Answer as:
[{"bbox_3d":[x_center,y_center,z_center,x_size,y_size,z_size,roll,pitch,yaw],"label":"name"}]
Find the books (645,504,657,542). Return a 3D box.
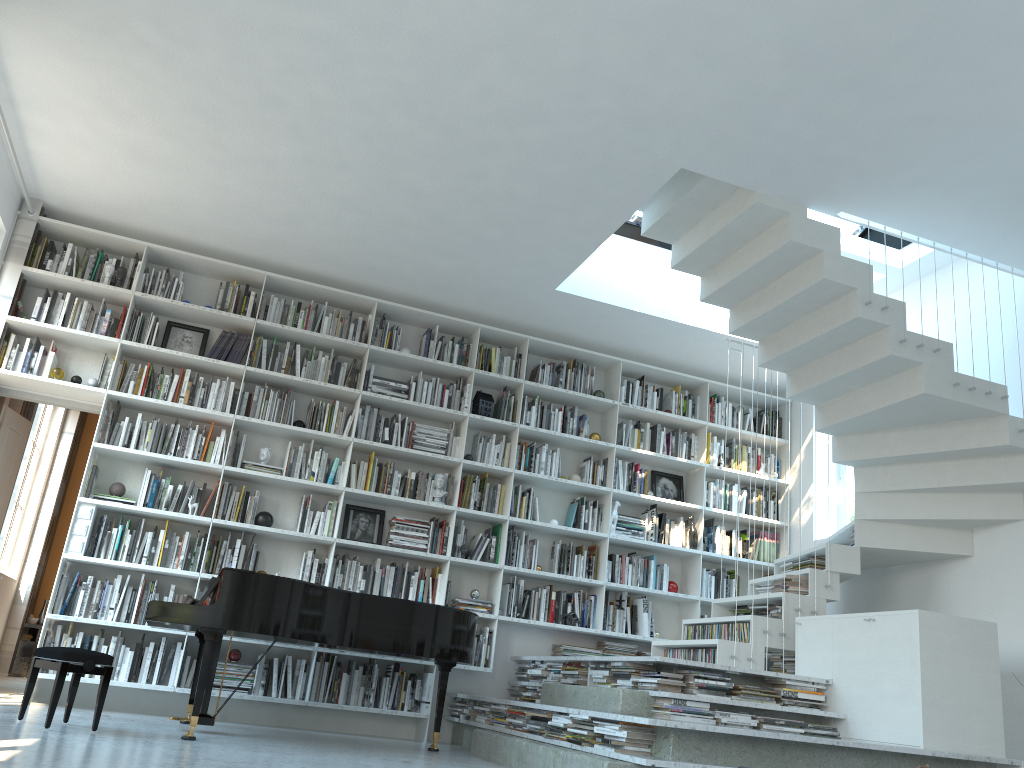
[{"bbox_3d":[1.139,1.169,7.314,0.010,0.338,0.180,13,-20,-17],"label":"books"}]

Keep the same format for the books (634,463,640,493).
[{"bbox_3d":[1.008,0.815,7.381,0.014,0.284,0.176,13,-20,-17],"label":"books"}]

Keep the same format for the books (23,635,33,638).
[{"bbox_3d":[-5.106,2.616,9.210,0.133,0.022,0.189,-5,-23,31],"label":"books"}]

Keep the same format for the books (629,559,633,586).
[{"bbox_3d":[0.924,1.533,7.142,0.012,0.228,0.179,13,-20,-17],"label":"books"}]

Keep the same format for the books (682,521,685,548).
[{"bbox_3d":[1.388,1.276,7.385,0.041,0.238,0.177,13,-20,-17],"label":"books"}]

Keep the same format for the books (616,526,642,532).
[{"bbox_3d":[0.917,1.192,7.252,0.254,0.012,0.161,13,-20,-17],"label":"books"}]

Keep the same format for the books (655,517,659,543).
[{"bbox_3d":[1.149,1.224,7.310,0.030,0.235,0.179,13,-20,-17],"label":"books"}]

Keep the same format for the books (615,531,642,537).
[{"bbox_3d":[0.913,1.235,7.228,0.254,0.012,0.161,11,-20,-13],"label":"books"}]

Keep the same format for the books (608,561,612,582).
[{"bbox_3d":[0.748,1.514,7.077,0.022,0.183,0.163,13,-20,-17],"label":"books"}]

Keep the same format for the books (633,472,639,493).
[{"bbox_3d":[0.995,0.846,7.355,0.013,0.206,0.190,13,-20,-17],"label":"books"}]

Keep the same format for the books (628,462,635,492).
[{"bbox_3d":[0.965,0.805,7.370,0.012,0.286,0.177,13,-20,-17],"label":"books"}]

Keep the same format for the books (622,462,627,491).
[{"bbox_3d":[0.908,0.798,7.366,0.012,0.284,0.160,13,-20,-17],"label":"books"}]

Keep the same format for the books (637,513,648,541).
[{"bbox_3d":[1.067,1.200,7.296,0.012,0.253,0.161,13,-20,-17],"label":"books"}]

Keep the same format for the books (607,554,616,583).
[{"bbox_3d":[0.777,1.490,7.091,0.047,0.243,0.177,13,-20,-17],"label":"books"}]

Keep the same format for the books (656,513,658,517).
[{"bbox_3d":[1.166,1.213,7.339,0.014,0.279,0.131,13,-20,-17],"label":"books"}]

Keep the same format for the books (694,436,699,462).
[{"bbox_3d":[1.548,0.595,7.655,0.031,0.264,0.170,13,-20,-17],"label":"books"}]

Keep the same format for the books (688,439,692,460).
[{"bbox_3d":[1.496,0.600,7.640,0.022,0.233,0.159,13,-20,-17],"label":"books"}]

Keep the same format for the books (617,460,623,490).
[{"bbox_3d":[0.871,0.786,7.348,0.065,0.288,0.146,13,-20,-17],"label":"books"}]

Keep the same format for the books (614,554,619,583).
[{"bbox_3d":[0.807,1.499,7.112,0.024,0.246,0.143,13,-20,-17],"label":"books"}]

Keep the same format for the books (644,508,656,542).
[{"bbox_3d":[1.126,1.186,7.305,0.011,0.299,0.184,13,-20,-17],"label":"books"}]

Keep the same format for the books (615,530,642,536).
[{"bbox_3d":[0.913,1.225,7.236,0.254,0.012,0.161,12,-20,-15],"label":"books"}]

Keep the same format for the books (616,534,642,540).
[{"bbox_3d":[0.910,1.258,7.220,0.254,0.012,0.161,14,-21,-21],"label":"books"}]

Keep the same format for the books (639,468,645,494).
[{"bbox_3d":[1.052,0.842,7.395,0.021,0.252,0.167,13,-20,-17],"label":"books"}]

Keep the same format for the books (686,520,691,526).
[{"bbox_3d":[1.482,1.286,7.451,0.029,0.282,0.139,13,-20,-17],"label":"books"}]

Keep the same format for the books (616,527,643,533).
[{"bbox_3d":[0.919,1.201,7.238,0.254,0.012,0.161,15,-21,-22],"label":"books"}]

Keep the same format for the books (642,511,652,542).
[{"bbox_3d":[1.106,1.197,7.323,0.012,0.284,0.160,13,-20,-17],"label":"books"}]

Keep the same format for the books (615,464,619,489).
[{"bbox_3d":[0.835,0.796,7.325,0.011,0.247,0.156,13,-20,-17],"label":"books"}]

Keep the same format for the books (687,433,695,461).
[{"bbox_3d":[1.522,0.580,7.651,0.026,0.283,0.147,13,-20,-17],"label":"books"}]

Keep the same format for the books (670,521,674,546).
[{"bbox_3d":[1.302,1.269,7.386,0.028,0.234,0.129,13,-20,-17],"label":"books"}]

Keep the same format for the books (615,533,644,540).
[{"bbox_3d":[0.913,1.246,7.222,0.285,0.012,0.160,11,-20,-12],"label":"books"}]

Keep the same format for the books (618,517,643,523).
[{"bbox_3d":[0.928,1.124,7.272,0.254,0.012,0.161,12,-20,-15],"label":"books"}]

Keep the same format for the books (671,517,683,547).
[{"bbox_3d":[1.362,1.254,7.378,0.021,0.270,0.192,13,-20,-17],"label":"books"}]

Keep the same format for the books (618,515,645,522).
[{"bbox_3d":[0.929,1.112,7.276,0.285,0.012,0.160,13,-20,-19],"label":"books"}]

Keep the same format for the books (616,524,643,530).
[{"bbox_3d":[0.924,1.178,7.247,0.254,0.012,0.161,11,-20,-12],"label":"books"}]

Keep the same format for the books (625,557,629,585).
[{"bbox_3d":[0.881,1.519,7.132,0.026,0.238,0.177,13,-20,-17],"label":"books"}]

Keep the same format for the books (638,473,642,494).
[{"bbox_3d":[1.024,0.855,7.381,0.033,0.212,0.153,13,-20,-17],"label":"books"}]

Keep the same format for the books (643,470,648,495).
[{"bbox_3d":[1.077,0.849,7.391,0.026,0.243,0.178,13,-20,-17],"label":"books"}]

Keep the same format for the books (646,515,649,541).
[{"bbox_3d":[1.077,1.212,7.316,0.023,0.246,0.138,13,-20,-17],"label":"books"}]

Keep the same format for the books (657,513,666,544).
[{"bbox_3d":[1.204,1.216,7.339,0.059,0.281,0.167,13,-20,-17],"label":"books"}]

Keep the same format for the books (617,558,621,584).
[{"bbox_3d":[0.826,1.511,7.102,0.011,0.222,0.163,13,-20,-17],"label":"books"}]

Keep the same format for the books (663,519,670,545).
[{"bbox_3d":[1.251,1.248,7.354,0.031,0.241,0.147,13,-20,-17],"label":"books"}]

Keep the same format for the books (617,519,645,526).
[{"bbox_3d":[0.928,1.144,7.258,0.285,0.012,0.160,15,-21,-22],"label":"books"}]

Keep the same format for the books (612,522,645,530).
[{"bbox_3d":[0.924,1.168,7.254,0.285,0.012,0.160,14,-20,-20],"label":"books"}]

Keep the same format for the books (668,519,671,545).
[{"bbox_3d":[1.275,1.256,7.381,0.031,0.249,0.133,13,-20,-17],"label":"books"}]

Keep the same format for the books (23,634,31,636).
[{"bbox_3d":[-5.106,2.603,9.224,0.133,0.012,0.190,7,-19,-1],"label":"books"}]

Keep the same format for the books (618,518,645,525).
[{"bbox_3d":[0.927,1.135,7.268,0.285,0.012,0.160,12,-20,-15],"label":"books"}]

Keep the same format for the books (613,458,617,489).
[{"bbox_3d":[0.823,0.771,7.338,0.015,0.299,0.141,13,-20,-17],"label":"books"}]

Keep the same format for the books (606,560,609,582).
[{"bbox_3d":[0.727,1.508,7.073,0.023,0.186,0.160,13,-20,-17],"label":"books"}]

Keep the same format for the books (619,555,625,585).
[{"bbox_3d":[0.853,1.504,7.109,0.045,0.245,0.186,13,-20,-17],"label":"books"}]

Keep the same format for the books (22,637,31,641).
[{"bbox_3d":[-5.105,2.642,9.204,0.128,0.030,0.183,5,-19,4],"label":"books"}]

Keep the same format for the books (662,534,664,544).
[{"bbox_3d":[1.227,1.232,7.373,0.010,0.277,0.129,13,-20,-17],"label":"books"}]

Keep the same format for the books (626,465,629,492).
[{"bbox_3d":[0.930,0.815,7.380,0.043,0.268,0.131,13,-20,-17],"label":"books"}]

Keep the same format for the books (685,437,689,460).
[{"bbox_3d":[1.462,0.586,7.621,0.030,0.240,0.162,13,-20,-17],"label":"books"}]

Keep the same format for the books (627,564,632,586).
[{"bbox_3d":[0.907,1.548,7.120,0.028,0.181,0.186,13,-20,-17],"label":"books"}]

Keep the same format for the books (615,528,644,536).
[{"bbox_3d":[0.915,1.214,7.240,0.285,0.012,0.160,13,-20,-19],"label":"books"}]

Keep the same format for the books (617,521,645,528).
[{"bbox_3d":[0.924,1.158,7.260,0.285,0.012,0.160,12,-20,-15],"label":"books"}]

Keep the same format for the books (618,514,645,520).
[{"bbox_3d":[0.931,1.101,7.279,0.285,0.012,0.160,12,-20,-15],"label":"books"}]

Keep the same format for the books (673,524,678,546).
[{"bbox_3d":[1.328,1.283,7.384,0.025,0.212,0.156,13,-20,-17],"label":"books"}]

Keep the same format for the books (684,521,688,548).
[{"bbox_3d":[1.414,1.279,7.410,0.024,0.254,0.145,13,-20,-17],"label":"books"}]
